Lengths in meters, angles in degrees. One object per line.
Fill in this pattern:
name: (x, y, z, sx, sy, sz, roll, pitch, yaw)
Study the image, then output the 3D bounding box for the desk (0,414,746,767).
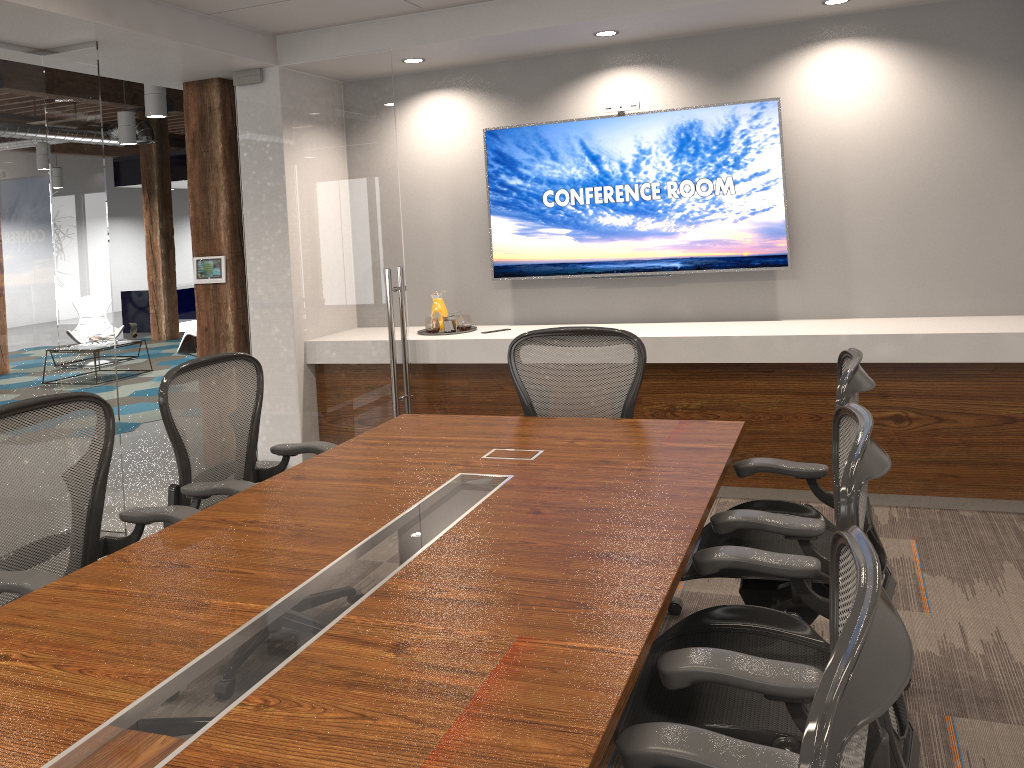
desk: (-0.857, 1.096, 0.600, 1.400, 0.746, 6.147, -1, 11, 21)

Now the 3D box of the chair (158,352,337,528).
chair: (-0.902, 0.440, 3.288, 0.759, 1.085, 0.810, -2, 4, 27)

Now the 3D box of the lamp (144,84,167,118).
lamp: (-3.633, -3.612, 8.767, 0.202, 1.854, 0.206, -4, 0, 21)

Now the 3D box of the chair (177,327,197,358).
chair: (-3.565, -0.601, 10.307, 0.795, 0.917, 0.676, -6, 4, -31)

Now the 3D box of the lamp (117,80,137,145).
lamp: (-4.874, -3.933, 10.926, 0.202, 1.854, 0.206, -4, 0, 21)

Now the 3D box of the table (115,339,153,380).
table: (-4.886, -0.271, 10.268, 0.840, 0.384, 0.864, 0, 9, 21)

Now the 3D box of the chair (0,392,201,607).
chair: (-1.219, 0.590, 2.585, 0.791, 1.085, 0.778, -3, 3, 5)

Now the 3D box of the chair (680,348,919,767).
chair: (0.774, 0.452, 2.648, 0.759, 1.085, 0.812, -2, 4, 23)

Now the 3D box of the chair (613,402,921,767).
chair: (0.494, 0.608, 1.900, 0.760, 1.085, 0.810, -2, 4, 32)

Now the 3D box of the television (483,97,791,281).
television: (0.733, -1.223, 5.504, 1.904, 1.103, 0.065, -1, 1, 21)

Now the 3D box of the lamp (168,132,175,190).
lamp: (-8.135, -5.509, 20.574, 0.202, 1.854, 0.206, -4, 0, 21)

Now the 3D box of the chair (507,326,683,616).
chair: (0.242, 0.353, 3.371, 0.769, 1.085, 0.800, -3, 3, 5)

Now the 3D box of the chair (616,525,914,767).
chair: (0.221, 0.773, 1.102, 0.791, 1.085, 0.778, -3, 3, 7)

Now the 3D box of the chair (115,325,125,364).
chair: (-5.525, -0.688, 11.447, 0.682, 0.916, 0.789, -7, 5, -41)
